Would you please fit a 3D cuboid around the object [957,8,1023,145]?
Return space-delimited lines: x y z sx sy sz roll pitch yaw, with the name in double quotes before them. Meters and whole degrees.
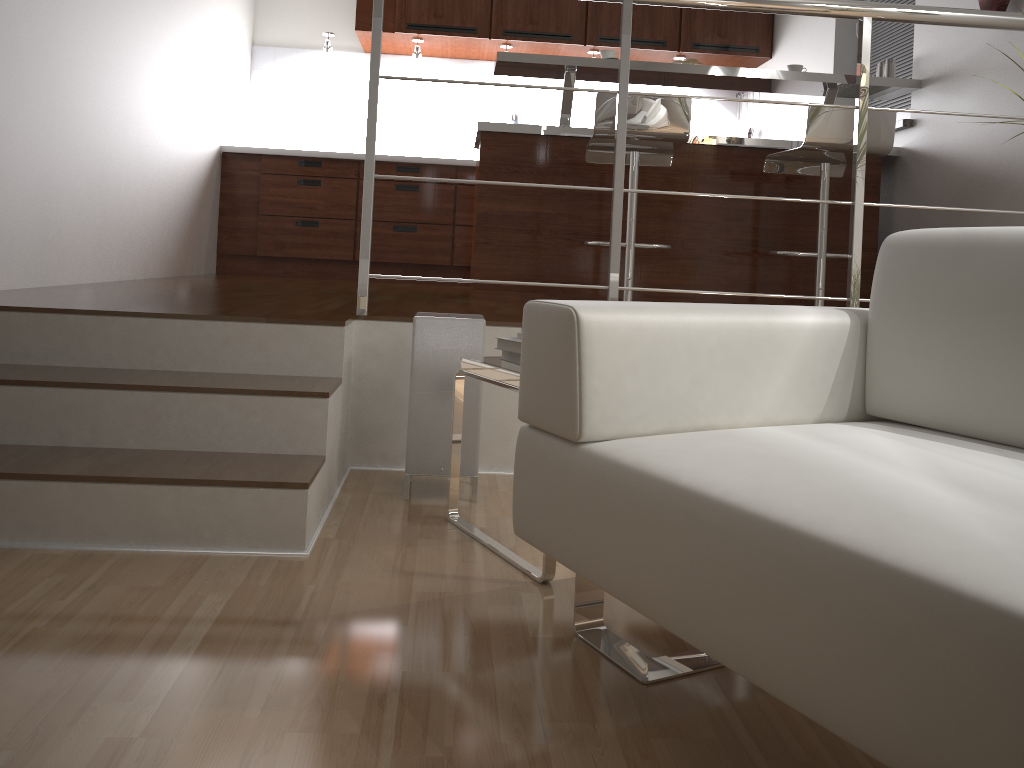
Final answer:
"object" 1.339 -0.328 2.127 0.503 1.472 0.440 3 0 9

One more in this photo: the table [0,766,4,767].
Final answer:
"table" -0.356 0.465 0.261 0.797 0.248 0.704 6 8 21

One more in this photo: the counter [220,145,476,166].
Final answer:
"counter" -0.795 -1.475 5.865 2.100 0.040 0.687 2 8 -4

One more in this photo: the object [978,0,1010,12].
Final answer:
"object" 1.820 -1.725 3.283 0.151 0.788 0.150 2 -1 41

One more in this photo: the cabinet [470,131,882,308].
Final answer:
"cabinet" 0.741 -0.761 4.276 1.846 0.750 0.637 2 3 -4

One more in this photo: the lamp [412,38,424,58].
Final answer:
"lamp" -0.617 -2.191 5.724 0.080 0.124 0.080 4 2 36

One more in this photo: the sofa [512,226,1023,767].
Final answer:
"sofa" 0.821 0.188 0.892 0.904 0.736 1.801 0 7 -29

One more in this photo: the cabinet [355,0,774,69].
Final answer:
"cabinet" 0.350 -2.556 5.970 2.715 0.636 0.655 2 4 -4

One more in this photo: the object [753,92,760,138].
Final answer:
"object" 1.626 -1.810 5.815 0.024 0.381 0.071 3 -1 -4

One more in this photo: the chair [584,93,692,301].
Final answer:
"chair" 0.486 -0.714 3.528 0.388 0.847 0.426 3 1 0

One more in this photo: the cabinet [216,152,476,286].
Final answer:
"cabinet" -0.117 -1.064 5.905 3.499 0.799 0.685 2 3 -4

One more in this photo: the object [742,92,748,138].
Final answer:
"object" 1.612 -1.847 6.051 0.020 0.377 0.106 3 0 -4

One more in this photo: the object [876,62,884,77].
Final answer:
"object" 1.709 -1.429 4.046 0.052 0.109 0.053 3 1 -20

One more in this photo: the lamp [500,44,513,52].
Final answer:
"lamp" -0.039 -2.167 5.762 0.080 0.124 0.080 4 2 36

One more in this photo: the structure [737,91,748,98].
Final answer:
"structure" 1.656 -2.035 6.031 0.048 0.034 0.603 3 8 -4

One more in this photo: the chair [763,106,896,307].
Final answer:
"chair" 1.279 -0.681 3.581 0.387 0.847 0.427 3 1 -8

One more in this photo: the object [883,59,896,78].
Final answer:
"object" 1.720 -1.421 3.988 0.052 0.111 0.053 3 1 -20

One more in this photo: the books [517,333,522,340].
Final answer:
"books" 0.135 -0.101 2.019 0.151 0.014 0.219 -3 10 -34

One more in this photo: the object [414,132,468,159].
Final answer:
"object" -0.496 -1.636 6.106 0.369 0.240 0.157 3 2 -4

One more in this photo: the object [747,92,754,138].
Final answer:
"object" 1.640 -1.836 5.940 0.043 0.365 0.091 3 0 -5

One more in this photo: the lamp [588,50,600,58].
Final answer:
"lamp" 0.539 -2.143 5.801 0.080 0.124 0.080 4 2 36

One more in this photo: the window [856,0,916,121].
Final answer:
"window" 1.953 -1.874 4.382 0.142 1.265 0.847 3 2 -4

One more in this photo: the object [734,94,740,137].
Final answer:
"object" 1.593 -1.873 6.238 0.033 0.382 0.065 3 -1 -4

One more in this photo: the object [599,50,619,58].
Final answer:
"object" 0.422 -1.437 3.840 0.080 0.045 0.067 8 7 40

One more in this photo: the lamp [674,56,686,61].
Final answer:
"lamp" 1.116 -2.119 5.839 0.080 0.124 0.080 4 2 36

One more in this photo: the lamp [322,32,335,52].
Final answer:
"lamp" -1.195 -2.215 5.685 0.080 0.124 0.080 4 2 36

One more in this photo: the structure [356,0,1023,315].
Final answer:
"structure" 0.693 -0.687 2.707 2.321 1.052 0.057 2 -1 -4

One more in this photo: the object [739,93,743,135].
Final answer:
"object" 1.610 -1.864 6.171 0.008 0.377 0.033 3 -1 -4

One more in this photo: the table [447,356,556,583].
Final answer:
"table" 0.202 0.158 2.064 0.549 0.399 0.468 0 5 -29

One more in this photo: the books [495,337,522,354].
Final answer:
"books" 0.134 -0.080 2.019 0.227 0.027 0.290 -3 10 -34

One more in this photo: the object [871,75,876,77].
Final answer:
"object" 1.662 -1.393 4.003 0.051 0.045 0.051 7 6 43

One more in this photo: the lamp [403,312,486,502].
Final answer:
"lamp" -0.181 0.053 2.383 0.192 0.480 0.199 3 0 -4

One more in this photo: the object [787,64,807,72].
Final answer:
"object" 1.275 -1.407 3.935 0.080 0.045 0.067 7 7 33

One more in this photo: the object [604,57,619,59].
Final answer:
"object" 0.405 -1.416 3.843 0.129 0.008 0.141 3 8 -1

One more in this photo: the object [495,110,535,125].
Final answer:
"object" 0.045 -1.688 6.097 0.329 0.405 0.164 3 0 -4

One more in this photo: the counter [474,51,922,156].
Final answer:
"counter" 0.883 -1.281 4.220 2.100 0.317 0.847 2 7 -4

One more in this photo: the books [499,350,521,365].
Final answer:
"books" 0.133 -0.053 2.018 0.226 0.027 0.290 -1 9 -24

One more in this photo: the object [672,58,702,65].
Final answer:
"object" 0.798 -1.437 3.956 0.140 0.041 0.131 3 7 -2
